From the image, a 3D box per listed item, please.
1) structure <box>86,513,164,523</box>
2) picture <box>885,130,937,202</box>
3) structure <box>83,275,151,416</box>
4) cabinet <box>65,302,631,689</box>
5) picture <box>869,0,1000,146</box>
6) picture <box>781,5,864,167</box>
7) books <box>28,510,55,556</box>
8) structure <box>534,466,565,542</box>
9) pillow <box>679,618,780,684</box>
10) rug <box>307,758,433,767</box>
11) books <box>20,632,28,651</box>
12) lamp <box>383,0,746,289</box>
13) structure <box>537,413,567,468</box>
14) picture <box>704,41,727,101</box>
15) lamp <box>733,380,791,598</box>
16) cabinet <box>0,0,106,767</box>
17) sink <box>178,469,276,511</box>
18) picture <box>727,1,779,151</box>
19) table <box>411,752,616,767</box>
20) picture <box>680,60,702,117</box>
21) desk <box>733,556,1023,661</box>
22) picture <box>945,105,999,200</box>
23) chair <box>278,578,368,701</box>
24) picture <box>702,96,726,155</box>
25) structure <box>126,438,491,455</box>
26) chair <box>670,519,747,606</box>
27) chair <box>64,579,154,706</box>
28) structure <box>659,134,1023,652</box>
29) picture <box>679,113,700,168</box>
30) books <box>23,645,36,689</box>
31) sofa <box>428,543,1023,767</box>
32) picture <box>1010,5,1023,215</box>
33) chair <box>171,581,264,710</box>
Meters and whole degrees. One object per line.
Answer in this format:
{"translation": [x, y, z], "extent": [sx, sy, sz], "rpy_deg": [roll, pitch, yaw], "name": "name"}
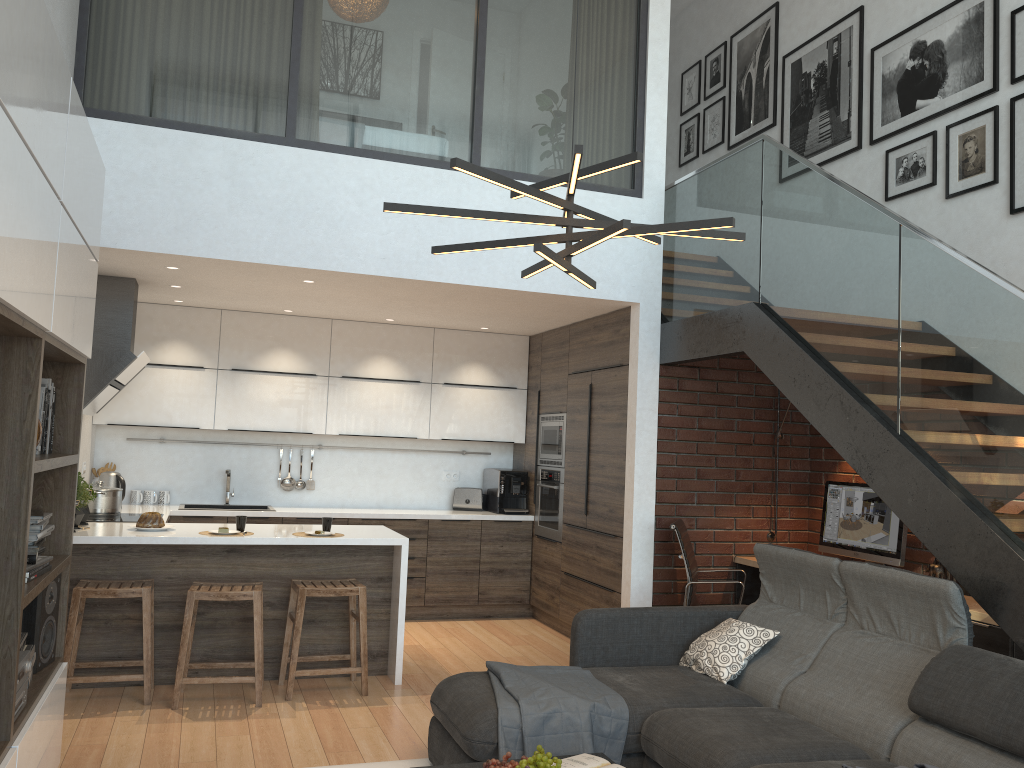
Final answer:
{"translation": [-2.563, 0.865, 5.746], "extent": [0.550, 0.006, 0.609], "rpy_deg": [4, -4, -19], "name": "structure"}
{"translation": [2.461, -1.338, 5.475], "extent": [0.025, 0.333, 0.410], "rpy_deg": [4, -4, -19], "name": "picture"}
{"translation": [-2.597, -0.290, 5.804], "extent": [0.407, 0.998, 0.898], "rpy_deg": [4, -4, -19], "name": "structure"}
{"translation": [-1.208, 0.616, 6.339], "extent": [3.495, 2.401, 2.401], "rpy_deg": [4, -4, -19], "name": "cabinet"}
{"translation": [2.530, -1.915, 5.377], "extent": [0.025, 0.654, 0.990], "rpy_deg": [4, -4, -19], "name": "picture"}
{"translation": [2.203, -2.036, 6.349], "extent": [0.025, 0.990, 0.871], "rpy_deg": [4, -4, -19], "name": "picture"}
{"translation": [-1.825, 0.560, 3.244], "extent": [0.224, 0.176, 0.374], "rpy_deg": [4, -4, -20], "name": "books"}
{"translation": [0.495, 0.969, 7.211], "extent": [0.495, 0.570, 0.595], "rpy_deg": [4, -4, -19], "name": "structure"}
{"translation": [1.354, 1.144, 3.115], "extent": [0.386, 0.364, 2.734], "rpy_deg": [4, -4, -15], "name": "pillow"}
{"translation": [-0.056, 1.609, 2.789], "extent": [1.606, 0.013, 2.496], "rpy_deg": [4, -4, -19], "name": "rug"}
{"translation": [-1.751, 0.880, 2.951], "extent": [0.224, 0.042, 0.277], "rpy_deg": [4, -4, -24], "name": "books"}
{"translation": [0.258, -2.178, 3.000], "extent": [1.200, 3.645, 0.831], "rpy_deg": [3, -4, -9], "name": "lamp"}
{"translation": [0.533, 0.472, 7.252], "extent": [0.459, 0.430, 0.595], "rpy_deg": [4, -4, -19], "name": "structure"}
{"translation": [1.775, -2.725, 7.734], "extent": [0.025, 0.410, 0.333], "rpy_deg": [4, -4, -19], "name": "picture"}
{"translation": [1.990, 0.904, 5.669], "extent": [0.462, 2.003, 1.054], "rpy_deg": [5, -5, -35], "name": "lamp"}
{"translation": [-1.206, 0.230, 1.581], "extent": [0.338, 2.494, 4.036], "rpy_deg": [4, -4, -19], "name": "cabinet"}
{"translation": [-2.219, 0.933, 6.917], "extent": [0.706, 0.518, 0.512], "rpy_deg": [4, -4, -19], "name": "sink"}
{"translation": [1.946, -2.469, 7.177], "extent": [0.025, 0.990, 0.654], "rpy_deg": [4, -4, -19], "name": "picture"}
{"translation": [0.100, 1.433, 2.706], "extent": [0.700, 0.323, 0.700], "rpy_deg": [4, -4, -19], "name": "table"}
{"translation": [1.639, -2.705, 8.122], "extent": [0.025, 0.410, 0.333], "rpy_deg": [4, -4, -19], "name": "picture"}
{"translation": [2.107, 1.491, 5.016], "extent": [0.610, 0.750, 2.182], "rpy_deg": [4, -4, -19], "name": "desk"}
{"translation": [2.610, -1.307, 5.036], "extent": [0.022, 0.440, 0.358], "rpy_deg": [4, -4, -19], "name": "picture"}
{"translation": [-1.061, 1.433, 5.039], "extent": [0.450, 0.600, 0.350], "rpy_deg": [4, -4, -21], "name": "chair"}
{"translation": [1.754, -2.242, 7.699], "extent": [0.025, 0.410, 0.333], "rpy_deg": [4, -4, -19], "name": "picture"}
{"translation": [-1.608, 0.528, 7.446], "extent": [3.000, 0.045, 0.050], "rpy_deg": [4, -4, -19], "name": "structure"}
{"translation": [1.298, 1.371, 5.530], "extent": [0.700, 0.991, 0.651], "rpy_deg": [1, -4, 15], "name": "chair"}
{"translation": [-2.132, 1.364, 4.715], "extent": [0.450, 0.600, 0.350], "rpy_deg": [4, -4, -19], "name": "chair"}
{"translation": [2.011, 0.342, 4.757], "extent": [1.289, 3.460, 5.660], "rpy_deg": [4, -4, -19], "name": "structure"}
{"translation": [1.619, -2.219, 8.087], "extent": [0.025, 0.410, 0.333], "rpy_deg": [4, -4, -19], "name": "picture"}
{"translation": [-1.737, 0.964, 2.956], "extent": [0.248, 0.123, 0.307], "rpy_deg": [4, -4, -24], "name": "books"}
{"translation": [0.818, 1.159, 2.814], "extent": [2.108, 0.995, 3.169], "rpy_deg": [4, -4, -19], "name": "sofa"}
{"translation": [2.984, -1.240, 3.936], "extent": [0.028, 1.678, 1.785], "rpy_deg": [4, -4, -19], "name": "picture"}
{"translation": [-1.558, 1.394, 4.784], "extent": [0.450, 0.600, 0.350], "rpy_deg": [3, -4, -14], "name": "chair"}
